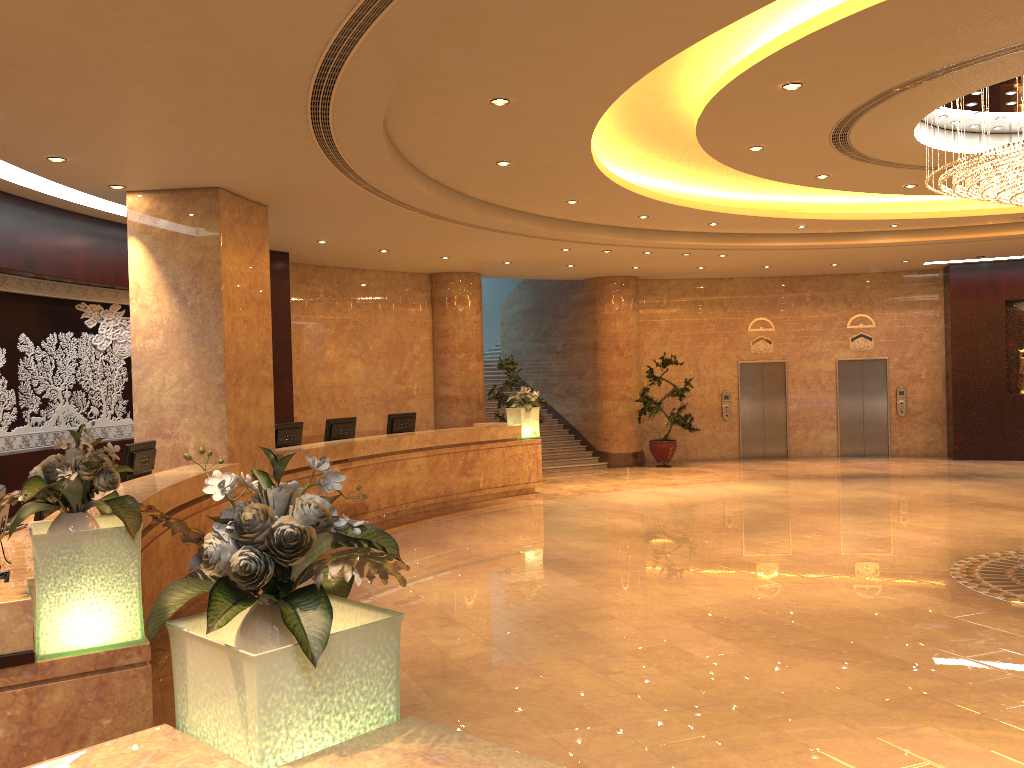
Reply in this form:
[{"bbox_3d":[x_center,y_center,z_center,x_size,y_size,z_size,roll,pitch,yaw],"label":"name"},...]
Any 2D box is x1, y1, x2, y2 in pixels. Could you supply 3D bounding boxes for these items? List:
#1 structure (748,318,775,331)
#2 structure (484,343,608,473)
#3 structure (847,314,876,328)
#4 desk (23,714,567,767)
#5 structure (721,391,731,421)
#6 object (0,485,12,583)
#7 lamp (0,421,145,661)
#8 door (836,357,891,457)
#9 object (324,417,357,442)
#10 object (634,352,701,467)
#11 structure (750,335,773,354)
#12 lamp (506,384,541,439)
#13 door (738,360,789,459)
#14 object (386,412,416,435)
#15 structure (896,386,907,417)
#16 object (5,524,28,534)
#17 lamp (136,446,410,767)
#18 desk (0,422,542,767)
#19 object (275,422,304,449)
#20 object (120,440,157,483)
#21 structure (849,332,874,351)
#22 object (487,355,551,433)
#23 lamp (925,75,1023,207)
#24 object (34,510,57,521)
[{"bbox_3d":[5.470,-1.312,19.459,0.600,0.293,0.010,-2,1,0],"label":"structure"},{"bbox_3d":[-0.683,-0.991,20.976,9.849,5.560,7.472,-2,1,-24],"label":"structure"},{"bbox_3d":[7.572,-1.368,19.237,0.600,0.293,0.010,-1,1,11],"label":"structure"},{"bbox_3d":[1.070,1.361,0.634,5.227,1.155,1.570,-1,1,30],"label":"desk"},{"bbox_3d":[4.698,0.478,19.438,0.200,0.661,0.053,-2,1,-3],"label":"structure"},{"bbox_3d":[-2.741,0.808,4.648,0.430,0.500,0.531,-1,1,13],"label":"object"},{"bbox_3d":[-1.836,0.626,3.714,0.542,0.925,0.577,-2,1,-22],"label":"lamp"},{"bbox_3d":[7.634,0.505,19.306,1.070,2.149,0.150,-1,1,12],"label":"door"},{"bbox_3d":[-2.401,0.724,12.405,0.531,0.500,0.430,-2,1,-22],"label":"object"},{"bbox_3d":[3.146,0.530,18.214,1.250,2.363,0.843,-2,1,-3],"label":"object"},{"bbox_3d":[5.483,-0.865,19.465,0.504,0.405,0.012,-2,1,0],"label":"structure"},{"bbox_3d":[0.225,0.447,14.897,0.532,0.897,0.606,-1,1,45],"label":"lamp"},{"bbox_3d":[5.521,0.560,19.520,1.070,2.145,0.150,-2,1,1],"label":"door"},{"bbox_3d":[-1.686,0.693,13.513,0.531,0.500,0.430,-2,1,-17],"label":"object"},{"bbox_3d":[8.370,0.379,19.058,0.200,0.661,0.053,-1,1,15],"label":"structure"},{"bbox_3d":[-3.662,1.050,6.297,0.215,0.034,0.526,-2,1,-6],"label":"object"},{"bbox_3d":[-0.562,0.604,2.110,0.580,0.923,0.570,-2,1,-28],"label":"lamp"},{"bbox_3d":[-2.203,1.367,9.551,3.466,1.155,12.951,-2,1,10],"label":"desk"},{"bbox_3d":[-2.891,0.748,11.359,0.531,0.500,0.430,-2,1,-28],"label":"object"},{"bbox_3d":[-3.489,0.794,8.285,0.430,0.500,0.531,-1,1,38],"label":"object"},{"bbox_3d":[7.586,-0.922,19.242,0.504,0.405,0.012,-1,1,11],"label":"structure"},{"bbox_3d":[0.036,0.635,16.330,0.843,2.363,1.250,-2,1,-44],"label":"object"},{"bbox_3d":[5.377,-2.089,7.750,3.204,1.196,3.206,-1,1,13],"label":"lamp"},{"bbox_3d":[-3.290,0.807,6.375,0.430,0.500,0.531,-1,1,26],"label":"object"}]
